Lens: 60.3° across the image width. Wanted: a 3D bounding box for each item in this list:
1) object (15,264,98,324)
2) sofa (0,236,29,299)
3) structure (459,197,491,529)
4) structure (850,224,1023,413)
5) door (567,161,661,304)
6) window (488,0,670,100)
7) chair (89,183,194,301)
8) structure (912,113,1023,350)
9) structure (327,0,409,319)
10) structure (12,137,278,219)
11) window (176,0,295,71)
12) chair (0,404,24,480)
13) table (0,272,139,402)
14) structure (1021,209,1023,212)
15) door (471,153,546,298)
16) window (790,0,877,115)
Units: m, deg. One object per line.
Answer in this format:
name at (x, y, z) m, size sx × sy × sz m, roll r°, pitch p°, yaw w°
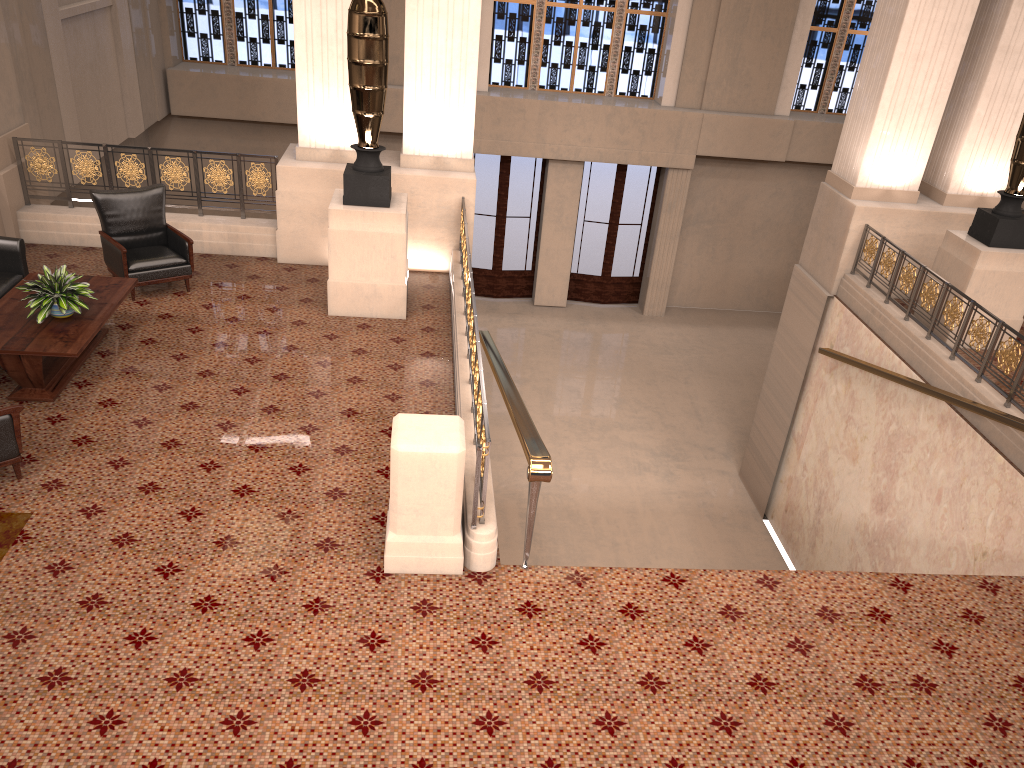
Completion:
object at (-3.278, -0.669, 6.323) m, size 0.495 × 0.396 × 0.505 m, roll 19°, pitch 31°, yaw 22°
sofa at (-4.323, -0.521, 6.458) m, size 0.875 × 0.744 × 1.827 m, roll 2°, pitch 28°, yaw -6°
structure at (-0.326, -0.524, 6.863) m, size 0.079 × 0.566 × 4.692 m, roll 2°, pitch 28°, yaw -6°
structure at (3.879, -0.337, 7.325) m, size 0.079 × 0.566 × 4.692 m, roll 2°, pitch 28°, yaw -7°
door at (1.858, -2.812, 16.419) m, size 1.492 × 2.866 × 0.147 m, roll 2°, pitch 31°, yaw -6°
window at (1.267, -7.529, 14.043) m, size 2.989 × 5.637 × 0.066 m, roll 2°, pitch 31°, yaw -6°
chair at (-3.311, -1.280, 7.950) m, size 0.636 × 0.888 × 0.694 m, roll -19°, pitch 37°, yaw -36°
structure at (4.668, -1.756, 8.200) m, size 0.700 × 2.933 × 0.665 m, roll 2°, pitch 31°, yaw -6°
structure at (-1.222, -2.017, 7.553) m, size 0.700 × 2.933 × 0.665 m, roll 2°, pitch 31°, yaw -6°
structure at (-3.634, -2.051, 8.883) m, size 2.535 × 0.689 × 0.030 m, roll 3°, pitch 31°, yaw -6°
window at (-3.803, -7.754, 13.487) m, size 2.989 × 5.637 × 0.066 m, roll 2°, pitch 31°, yaw -6°
chair at (-3.347, 0.174, 5.174) m, size 0.701 × 0.888 × 0.630 m, roll -22°, pitch 40°, yaw -39°
table at (-3.422, -0.358, 6.627) m, size 0.839 × 0.459 × 1.402 m, roll 2°, pitch 28°, yaw -6°
structure at (6.742, -1.590, 10.021) m, size 2.535 × 0.689 × 0.030 m, roll 2°, pitch 31°, yaw -6°
door at (-0.217, -2.904, 16.191) m, size 1.492 × 2.866 × 0.147 m, roll 2°, pitch 31°, yaw -6°
window at (6.512, -7.296, 14.619) m, size 2.989 × 5.637 × 0.066 m, roll 2°, pitch 31°, yaw -6°
